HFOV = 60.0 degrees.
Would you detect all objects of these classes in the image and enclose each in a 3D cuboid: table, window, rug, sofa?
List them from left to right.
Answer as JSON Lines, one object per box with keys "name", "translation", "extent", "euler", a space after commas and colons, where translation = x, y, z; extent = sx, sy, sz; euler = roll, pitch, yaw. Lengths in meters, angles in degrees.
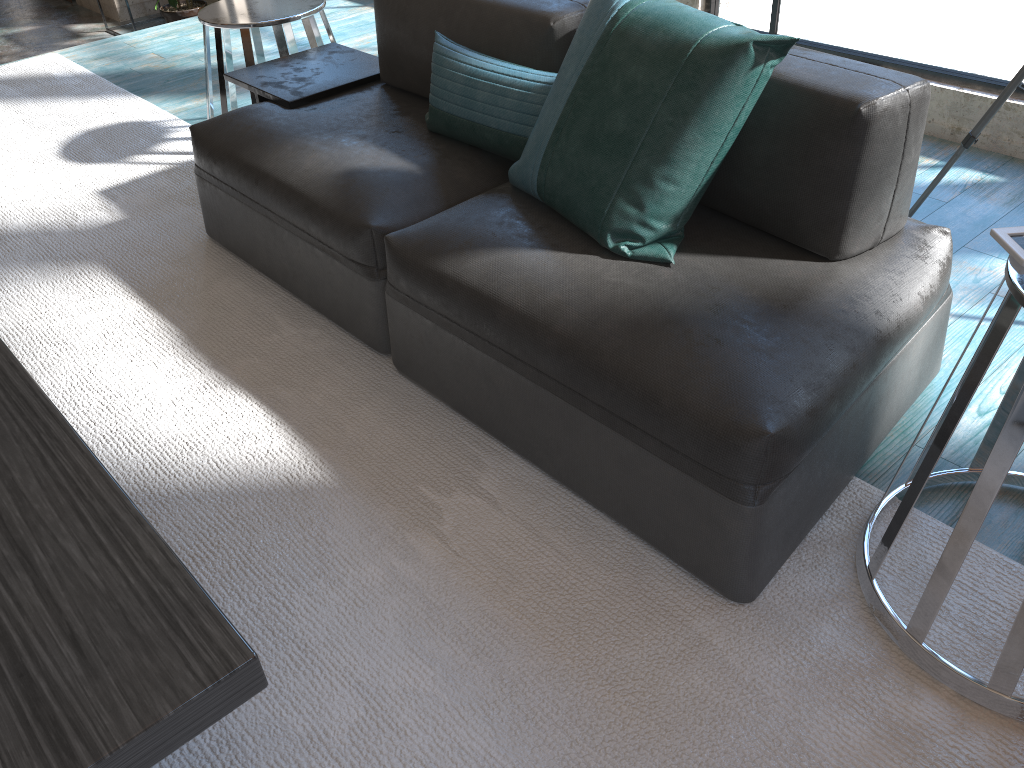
{"name": "table", "translation": [-1.149, 0.352, 1.457], "extent": [0.900, 0.309, 1.500], "euler": [-31, 44, -30]}
{"name": "rug", "translation": [-0.864, 0.544, 1.427], "extent": [2.954, 0.032, 7.768], "euler": [-31, 44, -30]}
{"name": "table", "translation": [-2.686, -2.840, 6.399], "extent": [0.450, 0.563, 0.600], "euler": [-31, 44, -30]}
{"name": "table", "translation": [-0.877, -1.155, 3.298], "extent": [0.620, 0.472, 0.620], "euler": [-28, 43, -28]}
{"name": "table", "translation": [-0.621, -0.846, 2.940], "extent": [0.420, 0.390, 0.413], "euler": [-31, 44, -30]}
{"name": "sofa", "translation": [0.060, -0.533, 2.201], "extent": [1.019, 0.680, 2.063], "euler": [-31, 44, -30]}
{"name": "window", "translation": [1.319, -2.095, 2.343], "extent": [0.081, 2.530, 1.780], "euler": [-31, 44, -30]}
{"name": "table", "translation": [0.862, 0.110, 1.339], "extent": [0.549, 0.603, 0.549], "euler": [15, 41, 24]}

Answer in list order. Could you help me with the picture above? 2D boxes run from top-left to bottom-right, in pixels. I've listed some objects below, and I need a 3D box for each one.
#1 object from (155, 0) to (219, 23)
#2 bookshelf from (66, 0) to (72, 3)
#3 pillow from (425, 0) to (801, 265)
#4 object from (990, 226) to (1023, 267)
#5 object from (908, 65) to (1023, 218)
{"name": "object", "translation": [-2.292, -2.965, 5.719], "extent": [0.514, 1.552, 0.886], "euler": [21, 44, 29]}
{"name": "bookshelf", "translation": [-4.107, -3.739, 7.910], "extent": [0.350, 0.347, 1.600], "euler": [-31, 44, -30]}
{"name": "pillow", "translation": [0.119, -0.673, 1.958], "extent": [0.349, 0.466, 1.042], "euler": [-23, 41, -23]}
{"name": "object", "translation": [0.795, -0.175, 1.142], "extent": [0.206, 0.096, 0.287], "euler": [-4, 37, 1]}
{"name": "object", "translation": [1.365, -0.944, 2.029], "extent": [0.617, 1.406, 0.595], "euler": [-30, 44, -30]}
